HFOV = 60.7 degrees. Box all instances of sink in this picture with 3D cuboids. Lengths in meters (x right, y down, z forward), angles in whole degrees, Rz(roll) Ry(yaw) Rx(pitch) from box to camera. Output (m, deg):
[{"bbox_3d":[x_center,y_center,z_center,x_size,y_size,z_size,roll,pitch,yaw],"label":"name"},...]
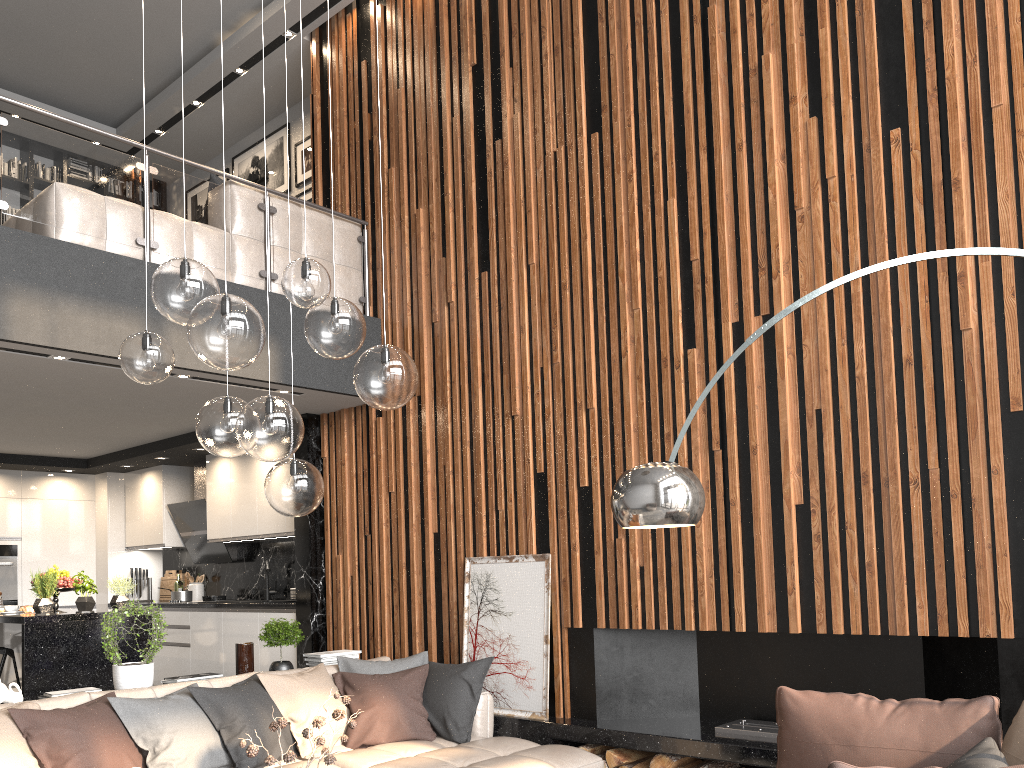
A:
[{"bbox_3d":[-2.347,1.874,7.954,1.124,0.540,0.501,-11,-11,41],"label":"sink"}]

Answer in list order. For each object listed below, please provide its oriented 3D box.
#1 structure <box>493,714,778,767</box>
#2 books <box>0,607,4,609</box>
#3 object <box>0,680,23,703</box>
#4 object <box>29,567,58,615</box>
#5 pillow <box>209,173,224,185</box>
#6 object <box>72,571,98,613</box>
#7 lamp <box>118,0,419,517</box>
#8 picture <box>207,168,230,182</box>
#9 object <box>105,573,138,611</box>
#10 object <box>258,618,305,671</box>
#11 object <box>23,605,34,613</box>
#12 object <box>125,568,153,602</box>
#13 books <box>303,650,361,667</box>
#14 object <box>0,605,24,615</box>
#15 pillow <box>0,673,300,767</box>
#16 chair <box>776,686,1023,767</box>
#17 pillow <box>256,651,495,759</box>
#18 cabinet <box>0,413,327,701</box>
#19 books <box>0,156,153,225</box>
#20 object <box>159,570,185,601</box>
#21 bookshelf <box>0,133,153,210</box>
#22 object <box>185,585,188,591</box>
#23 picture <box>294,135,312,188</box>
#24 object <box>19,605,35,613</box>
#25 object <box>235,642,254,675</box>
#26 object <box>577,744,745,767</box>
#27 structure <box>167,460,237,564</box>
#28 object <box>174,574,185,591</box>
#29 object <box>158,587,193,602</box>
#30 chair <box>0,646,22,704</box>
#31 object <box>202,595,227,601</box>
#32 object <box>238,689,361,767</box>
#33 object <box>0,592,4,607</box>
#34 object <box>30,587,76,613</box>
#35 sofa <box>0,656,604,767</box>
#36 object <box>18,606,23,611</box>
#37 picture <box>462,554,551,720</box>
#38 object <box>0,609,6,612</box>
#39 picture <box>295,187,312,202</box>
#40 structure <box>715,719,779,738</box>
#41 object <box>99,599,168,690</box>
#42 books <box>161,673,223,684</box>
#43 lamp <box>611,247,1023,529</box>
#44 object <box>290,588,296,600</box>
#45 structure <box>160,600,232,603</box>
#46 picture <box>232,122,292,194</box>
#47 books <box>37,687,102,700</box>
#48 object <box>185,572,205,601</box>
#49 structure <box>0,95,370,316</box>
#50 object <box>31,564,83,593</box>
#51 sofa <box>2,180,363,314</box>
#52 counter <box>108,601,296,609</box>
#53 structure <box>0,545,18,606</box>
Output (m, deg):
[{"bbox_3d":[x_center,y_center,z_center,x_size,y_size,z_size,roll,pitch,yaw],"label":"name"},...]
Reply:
[{"bbox_3d":[1.093,2.119,4.805,6.601,0.452,0.672,-13,-14,41],"label":"structure"},{"bbox_3d":[-4.302,1.855,7.162,0.174,0.038,0.325,-12,-15,40],"label":"books"},{"bbox_3d":[-2.570,1.542,4.396,0.207,0.286,0.137,1,-6,-29],"label":"object"},{"bbox_3d":[-3.343,1.471,6.278,0.196,0.364,0.189,-2,-5,-3],"label":"object"},{"bbox_3d":[-2.085,-1.027,6.640,0.761,0.539,1.411,1,-11,-18],"label":"pillow"},{"bbox_3d":[-3.152,1.531,6.457,0.179,0.308,0.174,2,-6,-37],"label":"object"},{"bbox_3d":[-0.947,-2.011,3.263,1.239,4.937,1.235,-5,-4,39],"label":"lamp"},{"bbox_3d":[-3.189,-1.633,9.156,0.880,0.981,0.025,-8,-6,42],"label":"picture"},{"bbox_3d":[-2.984,1.587,6.682,0.222,0.280,0.213,3,-8,-35],"label":"object"},{"bbox_3d":[-1.488,1.705,5.630,0.309,0.403,0.276,-2,-6,2],"label":"object"},{"bbox_3d":[-3.713,1.728,6.716,0.074,0.058,0.061,2,-9,-27],"label":"object"},{"bbox_3d":[-4.031,2.168,9.443,0.067,0.368,0.324,-5,-7,41],"label":"object"},{"bbox_3d":[-1.201,1.876,5.873,0.202,0.148,0.335,-10,-13,41],"label":"books"},{"bbox_3d":[-3.691,1.669,6.455,0.155,0.069,0.158,-4,-11,10],"label":"object"},{"bbox_3d":[-1.809,1.735,4.254,0.548,0.491,1.959,-9,-13,40],"label":"pillow"},{"bbox_3d":[1.084,1.434,2.615,1.481,0.887,1.471,2,-10,-21],"label":"chair"},{"bbox_3d":[-0.805,1.913,5.217,1.383,0.540,0.775,2,-10,-18],"label":"pillow"},{"bbox_3d":[-3.905,1.422,7.319,6.267,3.201,3.647,-11,-12,41],"label":"cabinet"},{"bbox_3d":[-5.057,-1.235,8.406,0.214,2.296,3.467,-4,-9,41],"label":"books"},{"bbox_3d":[-3.686,2.182,9.474,0.405,0.326,0.098,-9,-8,41],"label":"object"},{"bbox_3d":[-5.062,-1.190,8.410,0.250,2.480,3.549,-5,-8,41],"label":"bookshelf"},{"bbox_3d":[-3.446,2.193,9.173,0.275,0.161,0.181,-10,-12,41],"label":"object"},{"bbox_3d":[-1.815,-2.055,7.933,0.509,0.405,0.025,-9,-7,41],"label":"picture"},{"bbox_3d":[-3.742,1.739,6.761,0.070,0.059,0.132,-9,-13,41],"label":"object"},{"bbox_3d":[-1.656,1.739,5.428,0.109,0.264,0.110,2,-6,-43],"label":"object"},{"bbox_3d":[1.865,1.961,3.880,4.083,0.385,0.438,-13,-13,42],"label":"object"},{"bbox_3d":[-3.063,1.275,8.727,0.744,1.018,0.415,-7,-7,42],"label":"structure"},{"bbox_3d":[-3.501,2.148,9.237,0.082,0.279,0.090,-5,-5,42],"label":"object"},{"bbox_3d":[-3.329,2.094,8.701,0.350,0.151,0.202,-9,-11,32],"label":"object"},{"bbox_3d":[-4.179,2.320,6.719,1.746,0.728,0.436,-11,-10,41],"label":"chair"},{"bbox_3d":[-2.944,2.088,8.541,0.233,0.059,0.357,-6,-12,20],"label":"object"},{"bbox_3d":[-0.732,1.418,3.212,0.318,0.594,0.550,-3,-7,12],"label":"object"},{"bbox_3d":[-4.518,1.838,7.627,0.201,0.280,0.152,-5,-6,25],"label":"object"},{"bbox_3d":[-3.470,1.645,6.653,0.367,0.185,0.374,-3,-10,5],"label":"object"},{"bbox_3d":[-1.193,1.885,4.205,1.896,0.806,3.272,-11,-15,41],"label":"sofa"},{"bbox_3d":[-4.322,1.998,7.815,0.405,0.030,0.293,-12,-16,40],"label":"object"},{"bbox_3d":[-0.043,1.580,5.518,0.736,0.986,0.101,-7,-6,42],"label":"picture"},{"bbox_3d":[-3.979,1.773,6.847,0.129,0.042,0.075,-9,-12,34],"label":"object"},{"bbox_3d":[-1.744,-1.472,7.853,0.651,0.635,0.025,-9,-7,42],"label":"picture"},{"bbox_3d":[1.453,1.833,4.575,0.718,0.101,0.302,-12,-15,41],"label":"structure"},{"bbox_3d":[-2.127,1.493,4.914,0.217,0.568,0.389,-4,-6,22],"label":"object"},{"bbox_3d":[-1.902,1.773,5.163,0.207,0.097,0.328,-11,-14,41],"label":"books"},{"bbox_3d":[1.325,0.732,2.715,2.039,2.307,0.322,-4,-4,18],"label":"lamp"},{"bbox_3d":[-1.753,1.775,7.537,0.302,0.192,0.308,7,-13,-45],"label":"object"},{"bbox_3d":[-3.101,2.143,8.607,0.607,0.059,0.514,-12,-16,41],"label":"structure"},{"bbox_3d":[-2.439,-2.038,8.491,1.001,0.647,0.025,-10,-8,41],"label":"picture"},{"bbox_3d":[-2.341,1.690,4.678,0.196,0.098,0.351,-11,-14,40],"label":"books"},{"bbox_3d":[-3.252,2.085,9.022,0.176,0.301,0.159,3,-7,-45],"label":"object"},{"bbox_3d":[-3.700,-0.852,6.053,3.411,0.729,4.259,-12,-15,40],"label":"structure"},{"bbox_3d":[-3.477,1.484,6.673,0.322,0.212,0.350,-9,-12,38],"label":"object"},{"bbox_3d":[-2.657,-0.813,6.473,2.311,0.770,2.297,-12,-15,41],"label":"sofa"},{"bbox_3d":[-2.781,2.092,8.319,3.493,0.039,0.615,-13,-16,41],"label":"counter"},{"bbox_3d":[-5.445,1.950,8.824,0.658,0.624,0.660,-9,-10,41],"label":"structure"}]
